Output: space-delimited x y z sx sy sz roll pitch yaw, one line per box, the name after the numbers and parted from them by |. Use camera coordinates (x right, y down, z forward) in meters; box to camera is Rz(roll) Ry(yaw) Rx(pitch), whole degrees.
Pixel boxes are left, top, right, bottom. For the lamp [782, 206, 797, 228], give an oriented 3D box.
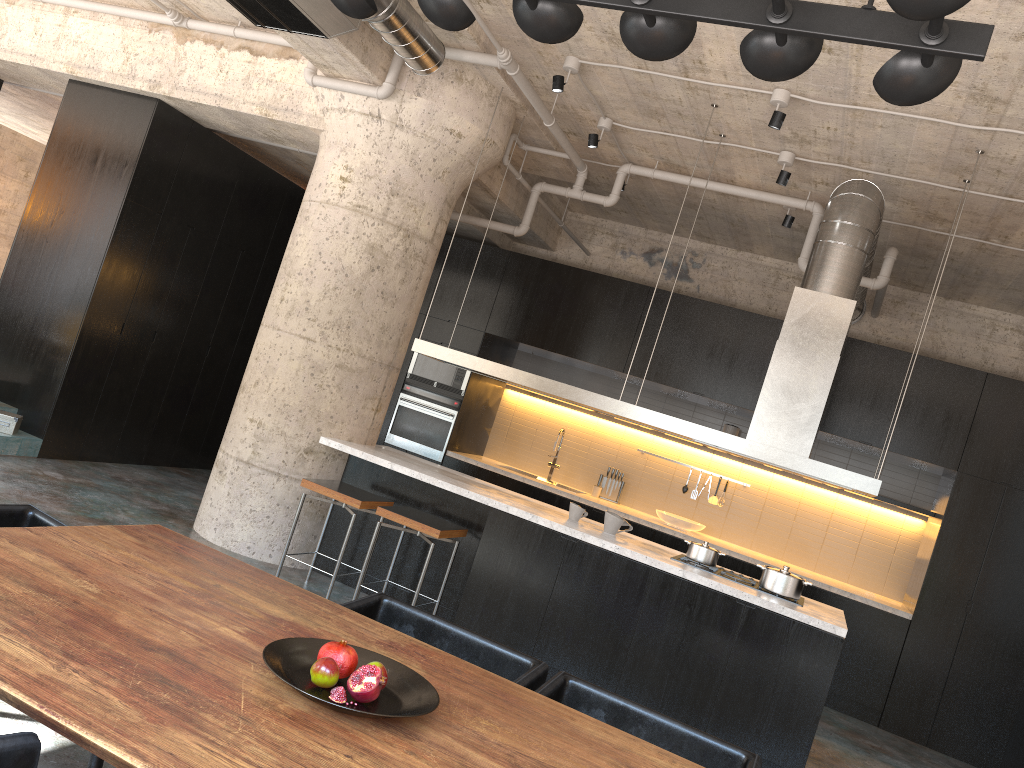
2.176 -1.340 6.985 0.107 0.236 0.145 18 -2 4 | lamp

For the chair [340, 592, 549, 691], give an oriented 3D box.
-0.371 1.176 2.916 0.707 0.738 0.754 17 -2 21 | chair

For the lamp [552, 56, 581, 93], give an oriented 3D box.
0.342 -1.974 5.692 0.145 0.236 0.107 18 -2 4 | lamp

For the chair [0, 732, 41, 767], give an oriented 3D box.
-1.358 0.811 1.490 0.707 0.738 0.754 17 -2 26 | chair

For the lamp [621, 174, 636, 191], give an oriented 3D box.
0.954 -1.721 7.454 0.145 0.236 0.107 18 -2 4 | lamp

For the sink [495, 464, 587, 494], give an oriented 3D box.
0.278 1.025 8.957 0.890 0.134 0.458 17 -2 21 | sink

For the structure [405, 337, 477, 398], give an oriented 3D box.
-0.616 -0.125 9.143 0.659 0.450 0.612 17 -2 21 | structure

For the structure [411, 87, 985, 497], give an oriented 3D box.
1.103 -0.751 5.888 3.117 2.100 0.538 17 -2 21 | structure

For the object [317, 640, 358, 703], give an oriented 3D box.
-0.401 0.678 2.116 0.100 0.097 0.219 19 -2 -26 | object

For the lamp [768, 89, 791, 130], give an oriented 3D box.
1.550 -1.598 5.184 0.107 0.236 0.145 18 -2 4 | lamp

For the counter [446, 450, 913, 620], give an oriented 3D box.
1.451 1.399 8.441 4.360 0.142 1.000 17 -2 21 | counter

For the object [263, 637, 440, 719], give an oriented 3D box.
-0.382 0.698 2.117 0.435 0.079 0.435 19 -2 -33 | object

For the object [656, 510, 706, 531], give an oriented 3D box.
1.599 1.325 8.474 0.490 0.093 0.490 17 -2 18 | object

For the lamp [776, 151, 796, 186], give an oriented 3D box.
1.862 -1.470 6.081 0.107 0.236 0.145 18 -2 4 | lamp

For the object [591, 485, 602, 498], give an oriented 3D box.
0.853 1.084 8.970 0.092 0.117 0.092 19 -2 -30 | object

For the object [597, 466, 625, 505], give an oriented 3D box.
1.008 1.022 9.033 0.291 0.336 0.060 18 -2 15 | object

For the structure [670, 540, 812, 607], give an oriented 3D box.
1.463 1.144 5.597 0.833 0.187 0.506 17 -2 21 | structure

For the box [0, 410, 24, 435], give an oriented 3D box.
-3.910 0.298 6.862 0.172 0.140 0.187 19 -2 -17 | box

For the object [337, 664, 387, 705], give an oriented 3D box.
-0.346 0.700 2.074 0.088 0.082 0.110 19 -2 -29 | object

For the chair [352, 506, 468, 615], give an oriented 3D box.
-0.665 1.182 5.621 0.450 0.698 0.450 17 -2 21 | chair

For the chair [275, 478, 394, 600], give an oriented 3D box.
-1.166 1.024 5.765 0.450 0.698 0.450 17 -2 21 | chair

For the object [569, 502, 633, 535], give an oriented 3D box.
0.583 0.896 5.901 0.437 0.133 0.188 17 -2 21 | object

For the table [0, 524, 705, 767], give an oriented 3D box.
-0.492 1.101 2.075 2.410 0.756 1.299 17 -2 21 | table

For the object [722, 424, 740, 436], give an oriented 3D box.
2.236 0.545 8.577 0.462 0.240 0.334 18 -2 18 | object

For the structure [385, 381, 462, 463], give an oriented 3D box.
-0.805 0.406 9.083 0.664 0.651 0.649 17 -2 21 | structure

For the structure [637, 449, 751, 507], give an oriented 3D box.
1.763 0.971 8.874 1.171 0.315 0.074 17 -2 21 | structure

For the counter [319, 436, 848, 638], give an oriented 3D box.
0.416 0.935 5.899 3.500 0.046 1.000 17 -2 21 | counter

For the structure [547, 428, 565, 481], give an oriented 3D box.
0.440 0.722 9.108 0.125 0.559 0.269 17 -2 21 | structure

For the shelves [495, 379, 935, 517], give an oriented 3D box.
1.828 0.567 8.735 4.362 0.043 0.403 17 -2 21 | shelves

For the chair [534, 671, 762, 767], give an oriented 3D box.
0.282 1.381 2.651 0.707 0.738 0.754 17 -2 21 | chair

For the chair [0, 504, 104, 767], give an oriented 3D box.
-1.598 0.764 2.513 0.754 0.738 0.707 17 -2 21 | chair

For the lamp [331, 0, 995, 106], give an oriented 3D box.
0.349 -1.517 2.146 1.813 1.327 0.583 17 -2 21 | lamp

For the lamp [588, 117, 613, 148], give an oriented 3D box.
0.645 -1.849 6.566 0.145 0.236 0.107 18 -2 4 | lamp
